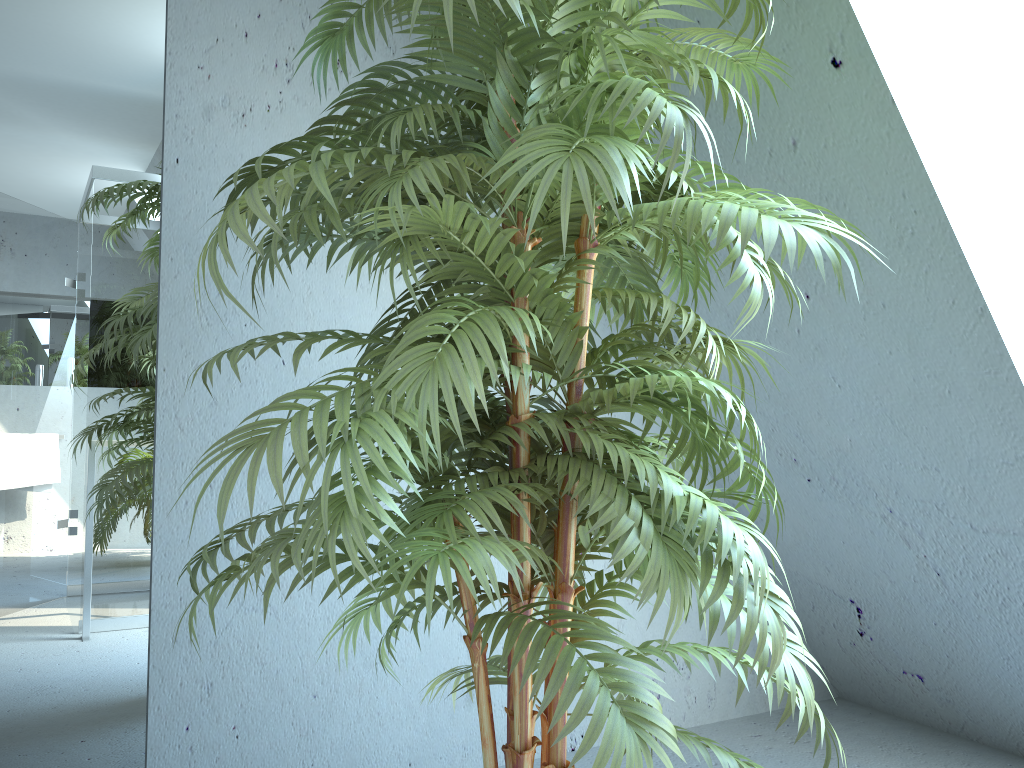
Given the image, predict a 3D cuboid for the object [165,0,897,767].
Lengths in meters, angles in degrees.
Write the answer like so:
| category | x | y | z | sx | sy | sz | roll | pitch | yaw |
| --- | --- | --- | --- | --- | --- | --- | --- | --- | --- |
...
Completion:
| category | x | y | z | sx | sy | sz | roll | pitch | yaw |
| --- | --- | --- | --- | --- | --- | --- | --- | --- | --- |
| object | 0.034 | -0.035 | 1.315 | 0.980 | 2.034 | 1.020 | -1 | -3 | 19 |
